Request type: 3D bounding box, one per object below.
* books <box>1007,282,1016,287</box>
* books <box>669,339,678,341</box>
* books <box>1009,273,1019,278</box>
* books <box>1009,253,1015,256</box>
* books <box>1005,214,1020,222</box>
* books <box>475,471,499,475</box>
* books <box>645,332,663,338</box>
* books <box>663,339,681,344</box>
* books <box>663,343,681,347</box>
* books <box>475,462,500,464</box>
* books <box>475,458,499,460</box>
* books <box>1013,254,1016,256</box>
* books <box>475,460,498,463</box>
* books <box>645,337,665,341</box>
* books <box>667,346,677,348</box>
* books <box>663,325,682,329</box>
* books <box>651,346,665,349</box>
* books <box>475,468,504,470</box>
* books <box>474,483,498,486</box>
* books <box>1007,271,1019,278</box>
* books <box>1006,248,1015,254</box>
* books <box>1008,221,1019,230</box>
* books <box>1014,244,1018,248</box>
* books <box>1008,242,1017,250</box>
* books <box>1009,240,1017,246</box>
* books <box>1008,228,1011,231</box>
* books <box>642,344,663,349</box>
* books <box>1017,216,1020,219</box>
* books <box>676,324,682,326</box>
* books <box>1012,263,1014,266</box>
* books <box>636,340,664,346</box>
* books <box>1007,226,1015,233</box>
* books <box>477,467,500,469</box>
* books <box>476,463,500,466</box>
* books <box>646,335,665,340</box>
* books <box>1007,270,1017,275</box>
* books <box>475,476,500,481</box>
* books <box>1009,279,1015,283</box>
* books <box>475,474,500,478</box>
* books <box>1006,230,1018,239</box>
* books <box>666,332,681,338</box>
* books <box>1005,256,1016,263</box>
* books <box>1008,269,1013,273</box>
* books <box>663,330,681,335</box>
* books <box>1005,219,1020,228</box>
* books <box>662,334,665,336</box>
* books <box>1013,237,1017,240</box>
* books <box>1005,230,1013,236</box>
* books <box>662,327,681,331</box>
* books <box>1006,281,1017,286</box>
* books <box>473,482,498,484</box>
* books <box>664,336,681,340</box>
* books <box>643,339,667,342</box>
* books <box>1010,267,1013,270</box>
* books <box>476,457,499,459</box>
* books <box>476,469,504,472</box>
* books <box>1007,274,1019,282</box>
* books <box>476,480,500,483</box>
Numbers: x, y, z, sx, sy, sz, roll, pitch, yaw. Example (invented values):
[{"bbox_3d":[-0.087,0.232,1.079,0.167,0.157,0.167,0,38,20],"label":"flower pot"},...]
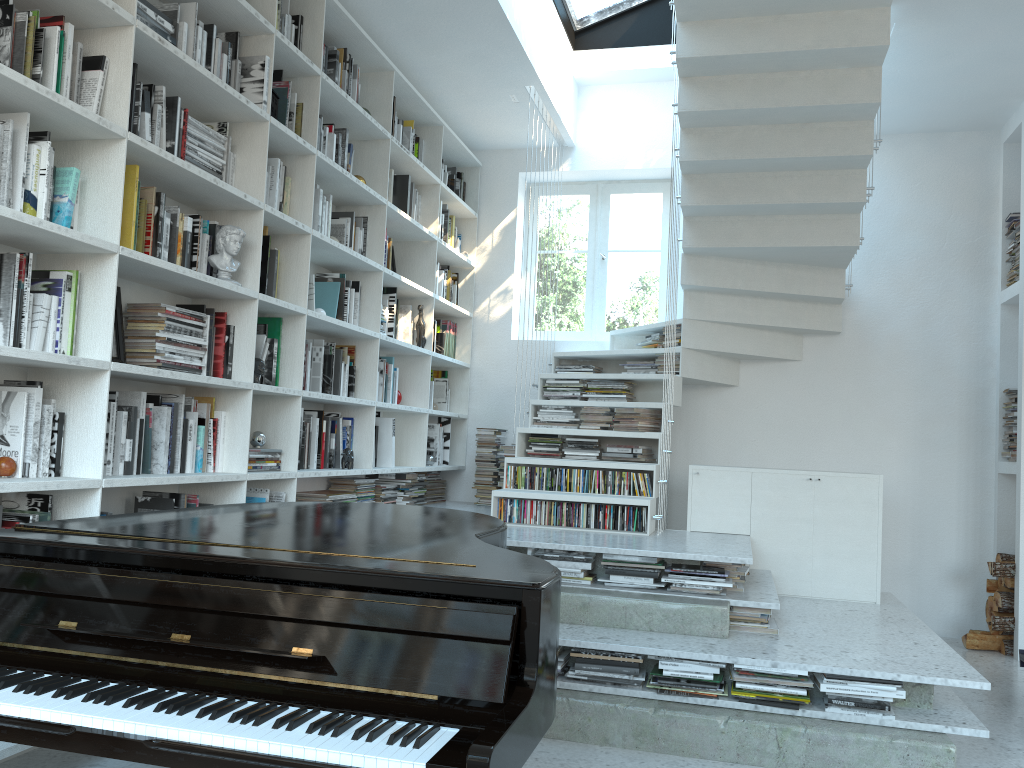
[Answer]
[{"bbox_3d":[3.190,-0.606,5.404,0.273,0.006,0.158,2,-4,13],"label":"books"},{"bbox_3d":[1.100,-0.268,5.630,0.210,0.009,0.133,4,-4,-21],"label":"books"},{"bbox_3d":[3.193,-0.656,5.408,0.254,0.012,0.161,2,-4,14],"label":"books"},{"bbox_3d":[3.201,-0.803,5.414,0.249,0.006,0.189,2,-4,12],"label":"books"},{"bbox_3d":[3.210,-1.025,5.451,0.288,0.017,0.136,1,-4,18],"label":"books"},{"bbox_3d":[-0.166,0.617,6.182,0.128,0.022,0.258,2,-4,11],"label":"books"},{"bbox_3d":[1.017,-0.318,5.870,0.157,0.014,0.300,4,-4,-15],"label":"books"},{"bbox_3d":[1.107,-0.255,5.614,0.250,0.017,0.181,5,-4,-25],"label":"books"},{"bbox_3d":[1.100,-0.238,5.627,0.247,0.015,0.142,5,-4,-27],"label":"books"},{"bbox_3d":[-0.161,0.551,6.186,0.151,0.007,0.184,2,-4,15],"label":"books"},{"bbox_3d":[-0.154,0.525,6.185,0.155,0.005,0.223,2,-4,17],"label":"books"},{"bbox_3d":[3.204,-0.793,5.424,0.220,0.011,0.177,2,-4,14],"label":"books"},{"bbox_3d":[-0.176,0.540,6.190,0.115,0.015,0.187,2,-4,16],"label":"books"},{"bbox_3d":[1.002,-0.287,5.864,0.175,0.012,0.265,4,-4,-13],"label":"books"},{"bbox_3d":[1.099,-0.224,5.627,0.180,0.013,0.140,4,-4,-22],"label":"books"},{"bbox_3d":[1.101,-0.347,5.641,0.261,0.016,0.128,4,-4,-24],"label":"books"},{"bbox_3d":[1.015,-0.230,5.866,0.133,0.019,0.216,3,-4,-10],"label":"books"},{"bbox_3d":[-0.155,0.592,6.181,0.159,0.010,0.196,2,-4,13],"label":"books"},{"bbox_3d":[-0.169,0.696,6.178,0.139,0.010,0.190,1,-4,18],"label":"books"},{"bbox_3d":[3.193,-0.668,5.407,0.282,0.010,0.169,2,-4,15],"label":"books"},{"bbox_3d":[3.209,-0.816,5.442,0.292,0.013,0.127,2,-4,11],"label":"books"},{"bbox_3d":[3.210,-0.971,5.428,0.281,0.014,0.170,1,-4,19],"label":"books"},{"bbox_3d":[3.204,-0.833,5.420,0.238,0.018,0.173,1,-4,19],"label":"books"},{"bbox_3d":[3.212,-0.848,5.448,0.265,0.016,0.138,2,-4,15],"label":"books"},{"bbox_3d":[3.208,-0.866,5.431,0.267,0.017,0.156,1,-4,18],"label":"books"},{"bbox_3d":[3.216,-0.958,5.452,0.273,0.009,0.129,1,-4,18],"label":"books"},{"bbox_3d":[0.991,-0.245,5.860,0.184,0.008,0.216,4,-4,-20],"label":"books"},{"bbox_3d":[3.205,-1.010,5.434,0.199,0.016,0.182,2,-4,13],"label":"books"},{"bbox_3d":[1.110,-0.362,5.625,0.227,0.014,0.160,4,-4,-22],"label":"books"},{"bbox_3d":[3.198,-0.739,5.418,0.223,0.011,0.135,2,-4,10],"label":"books"},{"bbox_3d":[0.974,-0.264,5.856,0.226,0.013,0.284,4,-4,-12],"label":"books"},{"bbox_3d":[3.211,-0.948,5.431,0.289,0.006,0.164,1,-4,18],"label":"books"},{"bbox_3d":[-0.148,0.583,6.180,0.166,0.007,0.216,2,-4,11],"label":"books"},{"bbox_3d":[-0.167,0.562,6.186,0.134,0.014,0.187,2,-4,13],"label":"books"},{"bbox_3d":[1.008,-0.299,5.867,0.173,0.014,0.196,4,-4,-15],"label":"books"},{"bbox_3d":[3.194,-0.677,5.408,0.290,0.008,0.147,1,-4,18],"label":"books"},{"bbox_3d":[-0.172,0.658,6.181,0.130,0.025,0.178,1,-4,18],"label":"books"},{"bbox_3d":[3.194,-0.620,5.414,0.264,0.012,0.143,2,-4,14],"label":"books"},{"bbox_3d":[-0.154,0.639,6.178,0.166,0.013,0.242,2,-4,13],"label":"books"},{"bbox_3d":[3.208,-0.916,5.424,0.294,0.013,0.184,2,-4,17],"label":"books"},{"bbox_3d":[1.113,-0.297,5.609,0.213,0.028,0.191,4,-4,-23],"label":"books"},{"bbox_3d":[3.200,-0.763,5.420,0.297,0.007,0.147,2,-4,16],"label":"books"},{"bbox_3d":[3.194,-0.691,5.405,0.264,0.019,0.170,2,-4,14],"label":"books"},{"bbox_3d":[1.100,-0.318,5.639,0.250,0.017,0.135,5,-4,-25],"label":"books"},{"bbox_3d":[3.211,-0.986,5.429,0.299,0.006,0.192,2,-4,15],"label":"books"},{"bbox_3d":[1.016,-0.308,5.869,0.157,0.005,0.268,4,-4,-15],"label":"books"},{"bbox_3d":[3.210,-0.899,5.436,0.221,0.018,0.154,1,-4,18],"label":"books"},{"bbox_3d":[3.217,-0.932,5.458,0.300,0.007,0.127,2,-4,15],"label":"books"},{"bbox_3d":[1.115,-0.334,5.611,0.283,0.012,0.175,5,-5,-30],"label":"books"},{"bbox_3d":[3.192,-0.611,5.410,0.290,0.007,0.130,2,-4,10],"label":"books"},{"bbox_3d":[-0.169,0.687,6.178,0.135,0.008,0.231,1,-4,18],"label":"books"},{"bbox_3d":[1.109,-0.278,5.614,0.256,0.010,0.163,5,-5,-30],"label":"books"},{"bbox_3d":[0.992,-0.275,5.861,0.184,0.013,0.230,4,-4,-20],"label":"books"},{"bbox_3d":[3.197,-0.707,5.418,0.245,0.016,0.137,2,-4,12],"label":"books"},{"bbox_3d":[-0.170,0.518,6.190,0.115,0.008,0.187,1,-4,18],"label":"books"},{"bbox_3d":[-0.151,0.602,6.179,0.161,0.010,0.225,2,-4,11],"label":"books"},{"bbox_3d":[3.190,-0.644,5.396,0.274,0.014,0.174,2,-4,12],"label":"books"},{"bbox_3d":[-0.170,0.677,6.179,0.135,0.013,0.184,2,-4,12],"label":"books"}]
